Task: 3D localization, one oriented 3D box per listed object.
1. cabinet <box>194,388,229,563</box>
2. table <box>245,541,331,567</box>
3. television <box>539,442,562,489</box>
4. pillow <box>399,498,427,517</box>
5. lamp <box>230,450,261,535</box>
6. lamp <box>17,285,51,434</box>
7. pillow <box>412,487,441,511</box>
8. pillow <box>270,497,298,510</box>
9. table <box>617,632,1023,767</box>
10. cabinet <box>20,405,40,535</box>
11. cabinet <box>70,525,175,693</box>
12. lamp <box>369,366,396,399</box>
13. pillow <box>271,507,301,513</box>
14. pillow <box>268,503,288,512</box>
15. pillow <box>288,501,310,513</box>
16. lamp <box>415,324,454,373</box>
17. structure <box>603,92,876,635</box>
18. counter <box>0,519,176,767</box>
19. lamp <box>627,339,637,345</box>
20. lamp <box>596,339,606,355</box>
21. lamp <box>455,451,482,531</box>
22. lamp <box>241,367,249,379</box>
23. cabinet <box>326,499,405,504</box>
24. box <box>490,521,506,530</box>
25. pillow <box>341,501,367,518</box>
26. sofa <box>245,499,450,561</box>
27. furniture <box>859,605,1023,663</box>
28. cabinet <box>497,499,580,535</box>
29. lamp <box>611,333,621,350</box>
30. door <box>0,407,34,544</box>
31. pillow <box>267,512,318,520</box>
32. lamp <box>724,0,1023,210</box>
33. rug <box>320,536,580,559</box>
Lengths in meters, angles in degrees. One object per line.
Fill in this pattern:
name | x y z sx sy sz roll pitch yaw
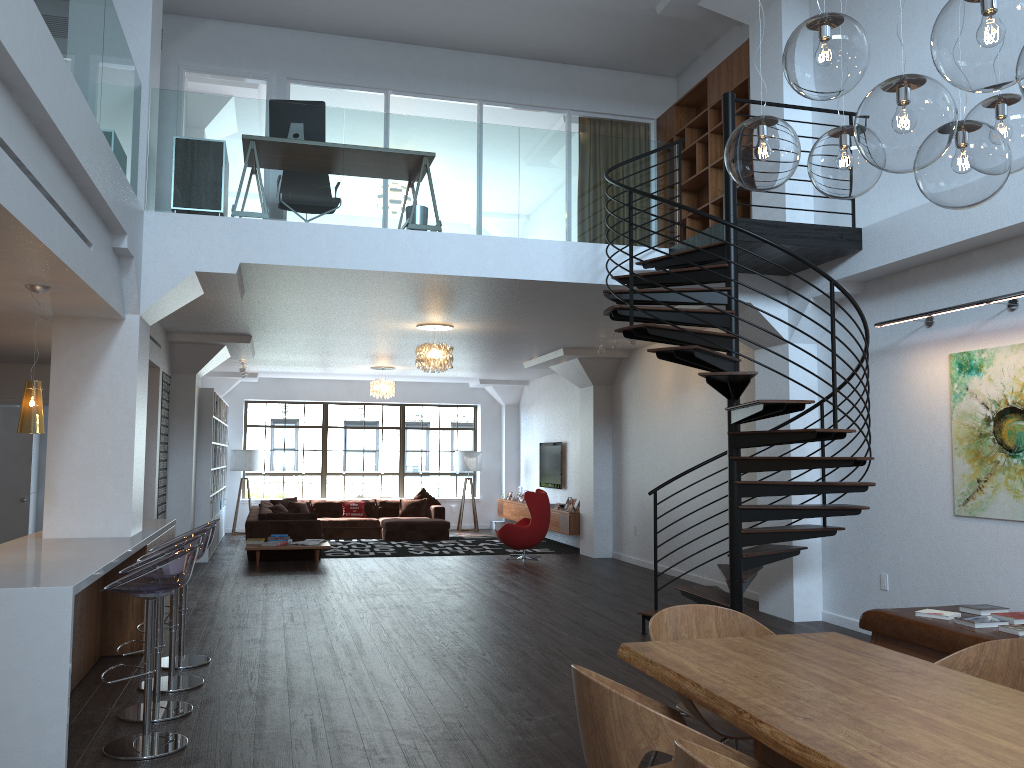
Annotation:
cabinet | -4.996 1.429 14.449 0.461 2.414 4.500 2 -5 -15
table | -3.073 2.325 12.150 1.100 0.271 0.853 2 -5 -15
television | 0.688 1.457 15.916 0.013 0.816 1.324 2 -5 -15
pillow | -1.865 2.324 16.656 0.542 0.362 0.248 0 -5 6
lamp | -5.070 2.041 16.799 0.545 1.579 0.545 3 -5 -26
lamp | -2.359 -0.497 6.673 0.149 1.807 2.842 -2 -5 24
pillow | -1.709 2.260 16.875 0.651 0.587 0.335 4 -6 -36
pillow | -4.090 2.270 16.137 0.580 0.418 0.334 5 -6 -42
table | 1.371 1.252 1.732 1.012 0.750 3.803 2 -5 -15
cabinet | -6.609 0.867 11.238 0.527 2.991 2.630 2 -5 -15
cabinet | -3.082 1.562 6.194 0.898 0.796 4.493 2 -5 -15
lamp | -2.220 -0.011 15.226 0.441 0.539 0.442 -2 -5 27
pillow | -3.312 2.026 13.201 0.559 0.411 0.269 -2 -5 31
pillow | -3.787 2.156 14.546 0.325 0.391 0.625 0 -5 1
pillow | -3.881 2.286 16.092 0.238 0.337 0.489 -4 -7 44
lamp | -0.904 -0.405 10.355 0.441 0.539 0.442 -2 -5 27
structure | 1.710 -0.131 6.862 1.998 4.352 1.998 -3 -6 36
counter | -1.776 1.438 4.869 3.039 0.860 8.182 5 -7 -44
lamp | 1.414 -0.560 10.407 0.120 0.211 0.111 4 -6 -41
lamp | 1.149 -0.480 11.394 0.111 0.211 0.120 -1 -5 19
lamp | -0.878 2.147 17.815 0.545 1.579 0.545 1 -5 -4
lamp | -4.589 -0.197 15.218 0.120 0.211 0.111 4 -6 -41
cabinet | -2.880 2.582 17.416 1.520 0.625 0.350 2 -5 -15
box | -0.287 2.882 18.081 0.228 0.165 0.368 2 -5 -15
pillow | -2.942 2.339 16.488 0.465 0.308 0.220 2 -5 -19
sofa | -2.625 2.357 14.904 3.481 0.664 4.197 2 -5 -15
furniture | 3.084 1.715 5.432 0.907 0.453 1.819 2 -5 -15
cabinet | 0.514 2.334 15.865 0.459 0.350 4.501 2 -5 -15
lamp | 1.280 -0.520 10.907 0.111 0.211 0.120 -3 -6 34
door | -6.224 1.289 10.630 0.826 2.032 0.174 2 -5 -15
pillow | -3.206 2.048 12.952 0.750 0.364 0.289 2 -5 -16
lamp | 1.300 -1.564 2.270 0.849 2.140 1.787 2 -5 -16
rug | -1.185 2.681 14.737 4.200 0.007 3.100 1 -5 -14
